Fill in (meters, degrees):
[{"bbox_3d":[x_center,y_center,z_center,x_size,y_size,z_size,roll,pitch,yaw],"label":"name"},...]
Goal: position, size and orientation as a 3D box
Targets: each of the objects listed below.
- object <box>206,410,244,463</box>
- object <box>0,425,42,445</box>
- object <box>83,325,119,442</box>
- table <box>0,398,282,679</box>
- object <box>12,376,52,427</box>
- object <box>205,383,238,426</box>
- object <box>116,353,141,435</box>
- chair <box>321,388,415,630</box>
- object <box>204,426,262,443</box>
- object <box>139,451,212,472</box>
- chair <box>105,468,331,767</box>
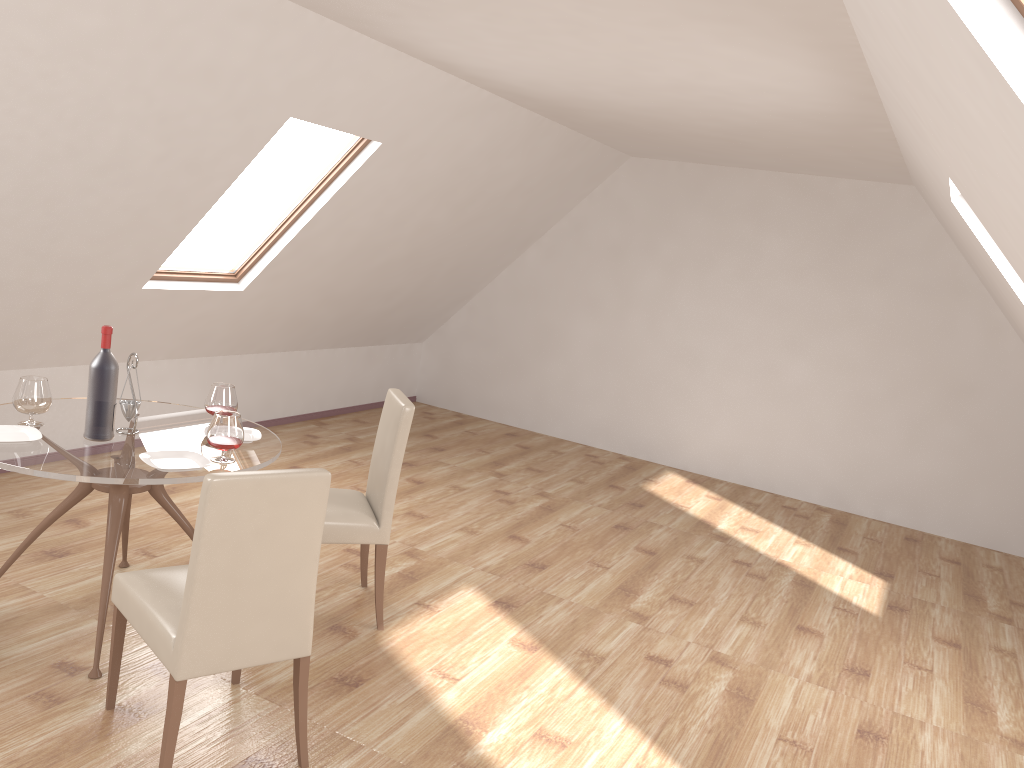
[{"bbox_3d":[-1.078,0.198,3.336,0.136,0.183,0.136,9,9,4],"label":"object"},{"bbox_3d":[-1.830,0.187,3.205,0.228,0.020,0.228,1,12,-38],"label":"object"},{"bbox_3d":[-1.540,-0.004,3.339,0.109,0.435,0.109,12,10,21],"label":"object"},{"bbox_3d":[-1.587,0.568,3.580,1.198,0.770,1.198,0,13,-43],"label":"table"},{"bbox_3d":[-1.847,0.067,3.416,0.136,0.183,0.136,2,12,-37],"label":"object"},{"bbox_3d":[-1.250,0.093,3.813,0.136,0.183,0.136,9,9,4],"label":"object"},{"bbox_3d":[-1.503,0.035,3.492,0.086,0.322,0.096,7,9,-11],"label":"object"},{"bbox_3d":[-0.829,0.514,3.912,0.618,0.999,0.477,5,10,-19],"label":"chair"},{"bbox_3d":[-1.157,0.213,3.677,0.228,0.020,0.228,6,10,-19],"label":"object"},{"bbox_3d":[-1.215,0.282,3.201,0.228,0.020,0.228,1,12,-41],"label":"object"},{"bbox_3d":[-0.938,0.676,2.832,0.477,0.999,0.618,1,12,-39],"label":"chair"}]
